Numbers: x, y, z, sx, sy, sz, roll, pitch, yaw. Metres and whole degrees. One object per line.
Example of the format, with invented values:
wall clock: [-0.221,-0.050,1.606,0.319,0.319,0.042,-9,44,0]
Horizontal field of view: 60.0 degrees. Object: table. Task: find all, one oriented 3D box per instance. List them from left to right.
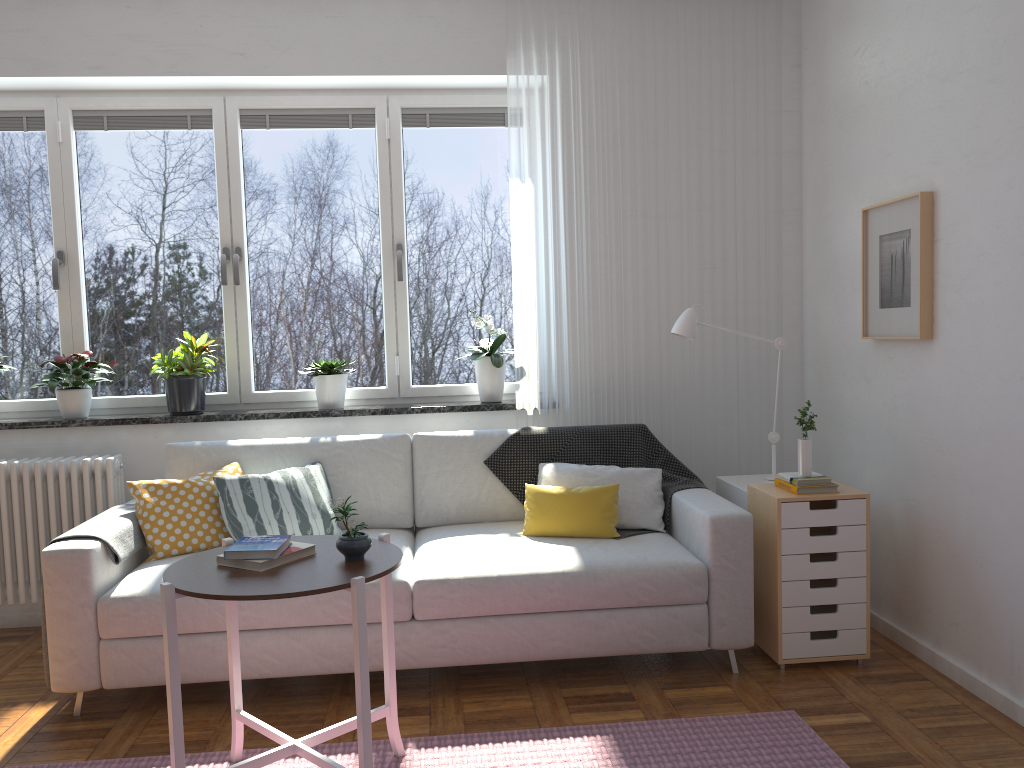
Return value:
table: [-0.591,0.802,2.391,0.617,0.688,0.617,-2,4,-7]

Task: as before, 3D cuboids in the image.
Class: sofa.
sofa: [-0.390,0.654,3.535,2.461,0.844,1.002,-2,4,-5]

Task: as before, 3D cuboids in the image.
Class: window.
window: [-1.330,-0.629,4.215,3.020,1.512,0.151,-2,4,-5]

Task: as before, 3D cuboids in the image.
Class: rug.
rug: [-0.190,1.176,1.610,2.457,0.008,2.363,-2,3,-5]

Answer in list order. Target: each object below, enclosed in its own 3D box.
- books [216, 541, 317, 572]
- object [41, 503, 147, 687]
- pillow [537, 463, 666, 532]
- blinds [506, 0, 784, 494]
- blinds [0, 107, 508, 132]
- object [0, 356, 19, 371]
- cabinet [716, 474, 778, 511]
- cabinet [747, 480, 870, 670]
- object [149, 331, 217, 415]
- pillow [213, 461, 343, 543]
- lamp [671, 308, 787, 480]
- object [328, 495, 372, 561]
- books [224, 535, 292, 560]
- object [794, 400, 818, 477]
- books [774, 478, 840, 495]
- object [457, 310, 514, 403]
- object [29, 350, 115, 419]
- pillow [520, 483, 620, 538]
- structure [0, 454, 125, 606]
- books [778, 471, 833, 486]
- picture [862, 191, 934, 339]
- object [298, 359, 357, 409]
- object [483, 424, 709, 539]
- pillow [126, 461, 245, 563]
books: [-0.661,0.460,2.397,0.162,0.026,0.208,0,4,30]
object: [-1.517,0.766,3.344,0.288,0.534,0.607,-2,4,-5]
pillow: [0.365,0.466,3.672,0.532,0.260,0.300,-1,4,8]
blinds: [0.647,-0.444,4.135,1.292,2.890,0.055,-2,4,-5]
blinds: [-1.352,-1.251,4.204,2.844,0.098,0.015,-2,4,-5]
object: [-2.406,0.016,3.993,0.292,0.316,0.353,-3,4,-14]
cabinet: [1.135,0.714,3.792,0.400,0.601,0.400,-2,4,-5]
cabinet: [1.121,0.717,3.373,0.349,0.644,0.301,-2,4,-5]
object: [-1.532,-0.051,4.097,0.333,0.385,0.299,-1,4,10]
pillow: [-0.921,0.484,3.542,0.469,0.289,0.309,-4,4,-34]
lamp: [-0.763,0.464,2.621,4.589,1.348,0.332,-4,5,-36]
object: [-0.430,0.380,2.368,0.108,0.175,0.096,-4,4,-26]
books: [-0.677,0.437,2.377,0.136,0.024,0.174,-2,3,0]
object: [1.099,0.202,3.316,0.081,0.287,0.085,-2,4,1]
books: [1.110,0.382,3.346,0.164,0.028,0.210,-2,3,-5]
object: [-0.121,-0.136,4.297,0.286,0.444,0.340,-3,4,-17]
object: [-2.015,0.002,4.083,0.380,0.309,0.370,-4,4,-31]
pillow: [0.233,0.496,3.510,0.401,0.194,0.210,-1,4,12]
structure: [-2.156,0.639,3.905,0.972,0.624,0.224,-2,4,-5]
books: [1.103,0.356,3.342,0.136,0.024,0.175,-2,3,-5]
picture: [1.461,-0.434,3.381,0.050,0.525,0.430,-2,4,-5]
object: [-0.861,-0.003,4.183,0.267,0.237,0.283,-3,4,-23]
object: [0.453,0.508,3.836,0.978,0.649,0.676,-4,4,-35]
pillow: [-1.255,0.497,3.528,0.464,0.318,0.312,-4,5,-37]
